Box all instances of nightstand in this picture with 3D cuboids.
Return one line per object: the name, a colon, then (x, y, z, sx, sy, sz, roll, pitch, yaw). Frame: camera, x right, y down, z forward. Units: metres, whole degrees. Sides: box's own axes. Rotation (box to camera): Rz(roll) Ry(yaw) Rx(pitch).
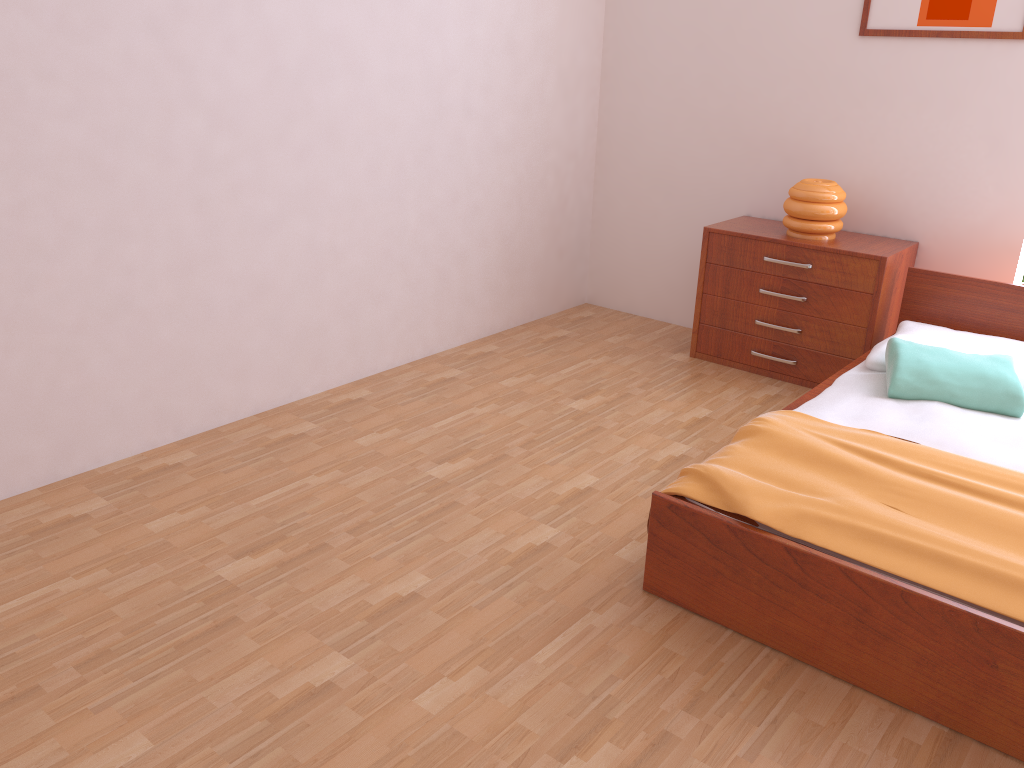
nightstand: (1.290, -0.365, 4.009, 0.815, 0.626, 0.428, 18, 26, 36)

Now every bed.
bed: (1.599, 0.235, 2.560, 1.632, 0.560, 1.990, 18, 26, 36)

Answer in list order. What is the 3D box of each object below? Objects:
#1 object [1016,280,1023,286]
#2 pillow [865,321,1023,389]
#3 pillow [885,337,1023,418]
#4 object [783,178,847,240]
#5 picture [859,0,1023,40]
object: (2.971, -0.976, 2.738, 2.205, 1.815, 0.033, 18, 26, 36)
pillow: (1.700, -0.078, 3.252, 0.682, 0.157, 0.574, 15, 25, 30)
pillow: (1.481, -0.026, 2.984, 0.425, 0.164, 0.334, 8, 22, 14)
object: (1.313, -0.759, 3.844, 0.264, 0.244, 0.264, -12, 25, -32)
picture: (1.728, -1.633, 3.472, 0.645, 0.517, 0.030, 18, 26, 36)
